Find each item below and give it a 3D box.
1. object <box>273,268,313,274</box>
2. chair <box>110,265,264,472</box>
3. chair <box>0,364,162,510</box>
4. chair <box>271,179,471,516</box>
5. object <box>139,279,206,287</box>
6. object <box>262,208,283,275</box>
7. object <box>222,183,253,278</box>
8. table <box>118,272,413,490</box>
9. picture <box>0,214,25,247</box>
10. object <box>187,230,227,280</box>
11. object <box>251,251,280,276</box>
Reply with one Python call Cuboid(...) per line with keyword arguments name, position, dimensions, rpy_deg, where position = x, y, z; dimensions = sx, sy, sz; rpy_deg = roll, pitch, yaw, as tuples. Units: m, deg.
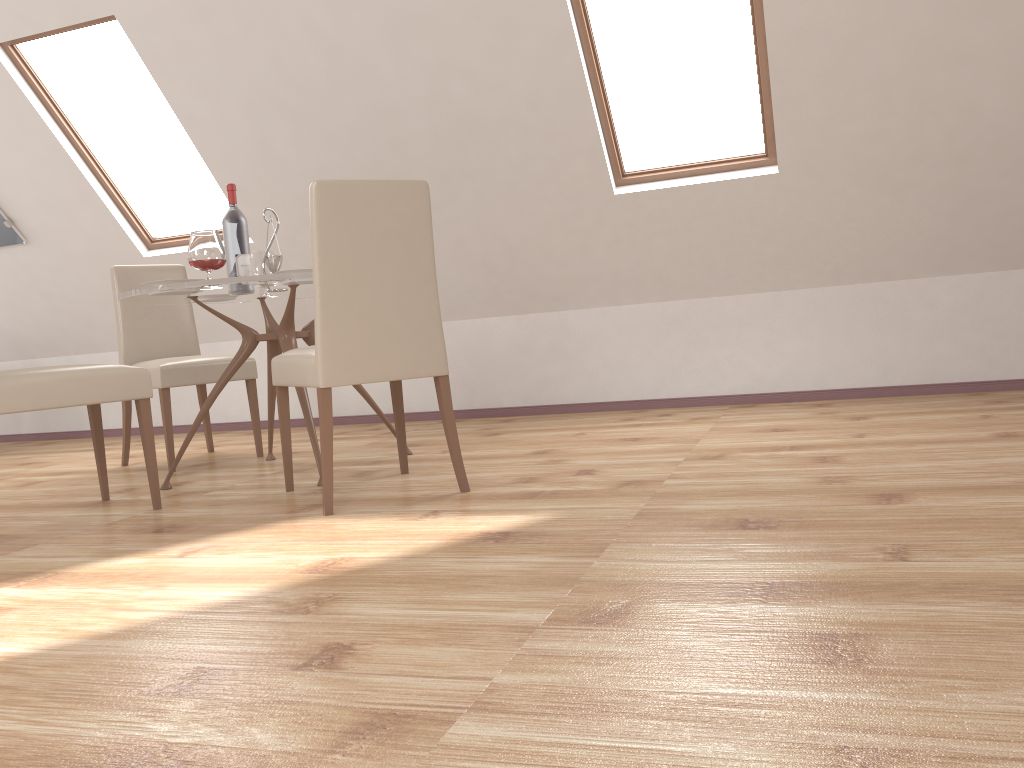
Cuboid(name="object", position=(-0.773, -0.410, 3.316), dimensions=(0.228, 0.020, 0.228), rpy_deg=(-6, 4, -26))
Cuboid(name="chair", position=(-1.621, -0.115, 4.348), dimensions=(0.477, 0.999, 0.618), rpy_deg=(-8, 5, -43))
Cuboid(name="chair", position=(-1.608, -0.034, 2.947), dimensions=(0.477, 0.999, 0.618), rpy_deg=(-2, 5, 44))
Cuboid(name="chair", position=(-0.516, -0.129, 2.986), dimensions=(0.477, 0.999, 0.618), rpy_deg=(-6, 4, -26))
Cuboid(name="object", position=(-1.256, -0.369, 3.308), dimensions=(0.228, 0.020, 0.228), rpy_deg=(-2, 4, 41))
Cuboid(name="object", position=(-0.989, -0.564, 3.655), dimensions=(0.096, 0.322, 0.086), rpy_deg=(-6, 3, -18))
Cuboid(name="object", position=(-1.144, -0.610, 3.678), dimensions=(0.109, 0.435, 0.109), rpy_deg=(-4, 3, 15))
Cuboid(name="table", position=(-0.945, -0.020, 3.689), dimensions=(1.198, 0.770, 1.198), rpy_deg=(-2, 4, 40))
Cuboid(name="picture", position=(-3.491, -1.196, 5.306), dimensions=(0.650, 0.738, 0.683), rpy_deg=(-4, 4, 19))
Cuboid(name="object", position=(-1.099, -0.458, 3.199), dimensions=(0.136, 0.183, 0.136), rpy_deg=(-5, 3, -2))
Cuboid(name="object", position=(-1.111, -0.502, 3.981), dimensions=(0.136, 0.183, 0.136), rpy_deg=(-8, 5, -44))
